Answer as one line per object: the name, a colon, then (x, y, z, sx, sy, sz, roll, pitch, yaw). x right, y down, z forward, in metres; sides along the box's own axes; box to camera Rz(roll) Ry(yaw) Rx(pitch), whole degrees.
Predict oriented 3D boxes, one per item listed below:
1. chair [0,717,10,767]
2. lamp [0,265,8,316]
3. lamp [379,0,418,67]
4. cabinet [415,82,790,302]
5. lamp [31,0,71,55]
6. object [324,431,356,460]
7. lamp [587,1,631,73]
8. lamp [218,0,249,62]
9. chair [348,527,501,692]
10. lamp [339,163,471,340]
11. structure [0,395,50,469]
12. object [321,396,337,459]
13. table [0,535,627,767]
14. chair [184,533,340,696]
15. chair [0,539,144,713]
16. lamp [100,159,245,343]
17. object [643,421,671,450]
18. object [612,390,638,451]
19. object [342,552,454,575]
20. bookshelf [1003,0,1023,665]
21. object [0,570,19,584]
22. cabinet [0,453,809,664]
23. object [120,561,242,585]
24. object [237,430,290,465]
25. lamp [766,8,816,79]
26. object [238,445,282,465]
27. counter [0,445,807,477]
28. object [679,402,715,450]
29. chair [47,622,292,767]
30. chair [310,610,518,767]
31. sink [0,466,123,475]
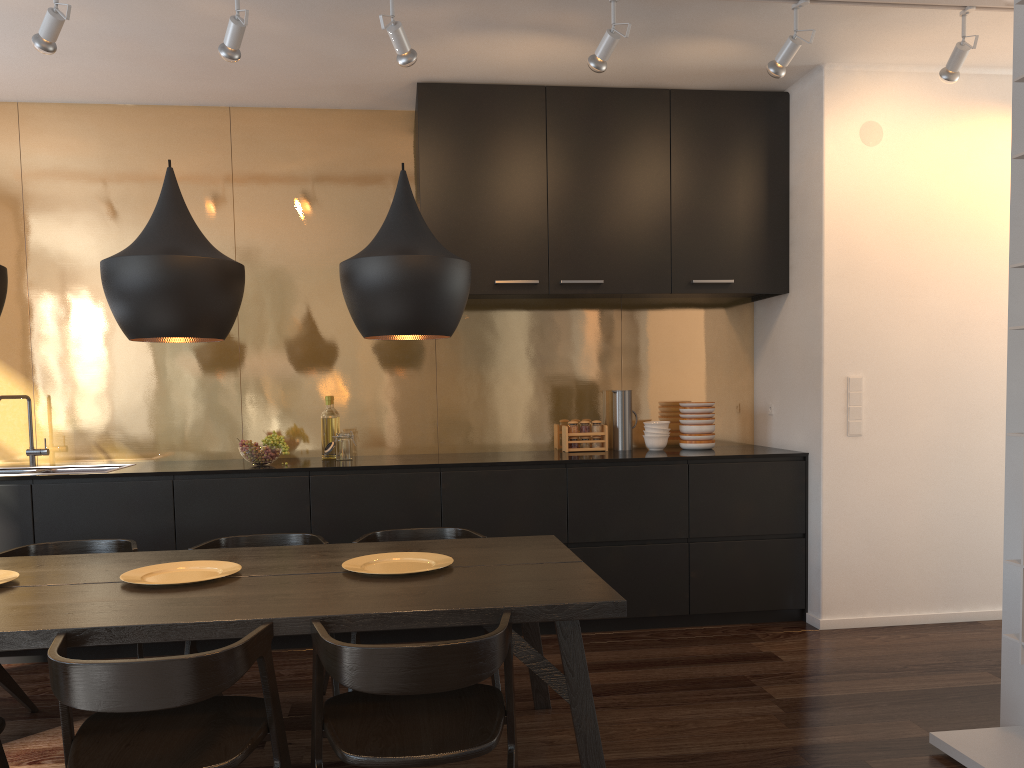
chair: (-1.525, 0.951, 2.095, 0.593, 0.674, 0.518, -1, 2, -9)
lamp: (-1.719, -0.392, 2.594, 0.411, 0.543, 0.409, 0, 3, 26)
lamp: (-0.082, -0.555, 4.136, 0.089, 1.854, 1.828, 1, 2, 27)
cabinet: (0.476, -0.994, 4.797, 1.955, 1.055, 0.529, -1, 3, -7)
lamp: (-1.652, -1.338, 3.211, 0.251, 0.240, 0.085, 0, 3, 33)
object: (-0.906, 0.326, 4.678, 0.176, 0.152, 0.088, -2, 3, -30)
lamp: (0.396, -1.374, 3.486, 0.085, 0.241, 0.250, -4, 3, -37)
lamp: (-1.019, -1.348, 3.301, 0.085, 0.241, 0.250, -4, 3, -41)
chair: (-0.358, 0.939, 3.496, 0.593, 0.674, 0.518, -1, 2, -8)
lamp: (-0.334, -0.417, 2.773, 0.410, 0.543, 0.410, 1, 3, 40)
structure: (-2.491, 0.249, 4.508, 0.109, 0.387, 0.265, -1, 3, 8)
object: (-0.997, 0.235, 4.821, 0.091, 0.341, 0.091, -4, 5, -40)
table: (-1.000, 0.941, 2.744, 2.499, 0.682, 1.104, -1, 1, -7)
chair: (-0.961, 0.950, 3.418, 0.593, 0.674, 0.518, -1, 2, -9)
chair: (-1.669, 0.963, 3.355, 0.593, 0.674, 0.518, -1, 2, -11)
lamp: (-1.027, -0.404, 2.683, 0.410, 0.543, 0.410, -2, 3, -31)
object: (0.817, 0.292, 4.995, 0.158, 0.161, 0.153, 0, 2, 21)
object: (0.643, 0.206, 5.023, 0.164, 0.341, 0.114, -1, 3, -4)
object: (-0.366, 0.581, 2.841, 0.356, 0.017, 0.355, -1, 0, -4)
bookshelf: (1.683, -0.183, 2.422, 0.227, 2.083, 0.636, -2, 4, -7)
object: (-1.690, 0.604, 2.670, 0.356, 0.017, 0.355, -1, 0, -4)
cabinet: (-1.013, 0.855, 4.628, 5.062, 0.904, 0.730, -1, 2, -7)
object: (-1.028, 0.592, 2.755, 0.355, 0.017, 0.355, -1, 0, -27)
object: (-1.247, 0.320, 4.431, 0.239, 0.173, 0.177, -2, 2, -23)
lamp: (1.142, -1.387, 3.584, 0.085, 0.241, 0.250, -3, 3, -32)
object: (-1.259, 0.359, 4.446, 0.218, 0.097, 0.218, -1, 0, 40)
counter: (-1.021, 0.405, 4.597, 5.059, 0.002, 0.730, -1, 0, -7)
object: (1.047, 0.235, 4.999, 0.198, 0.265, 0.197, -3, 3, -33)
chair: (-0.849, 0.939, 2.188, 0.593, 0.674, 0.518, -1, 2, -7)
chair: (-0.241, 0.928, 2.267, 0.593, 0.674, 0.518, -1, 2, -9)
sink: (-1.147, 0.384, 4.538, 3.413, 0.245, 0.481, -1, 0, -9)
